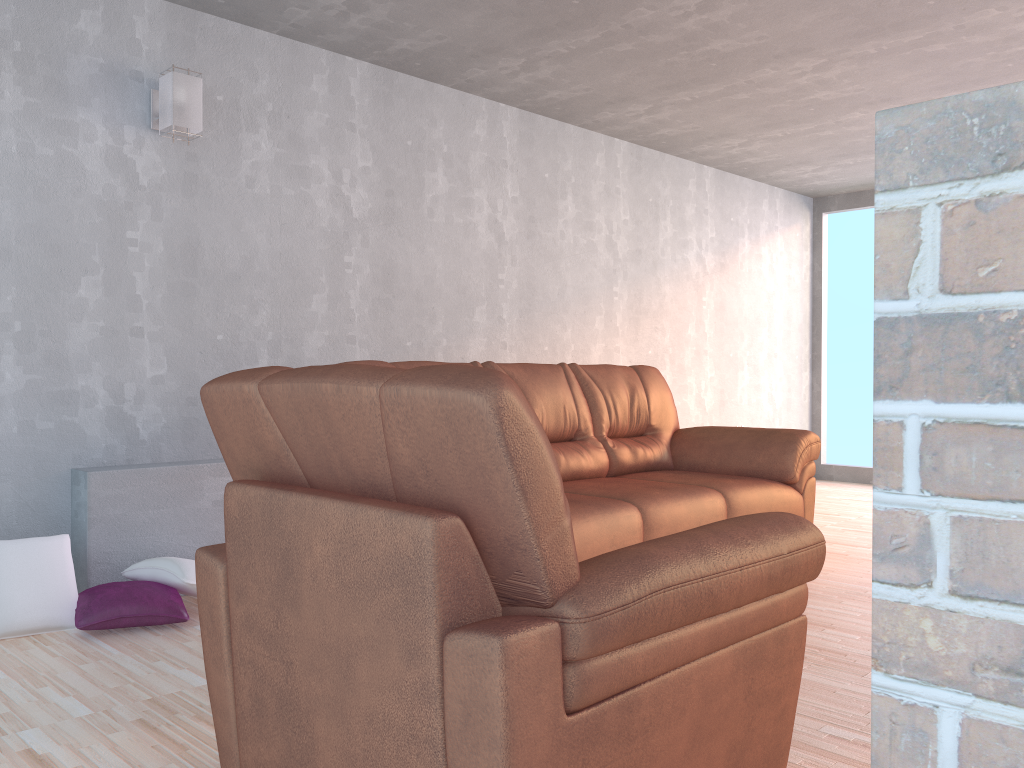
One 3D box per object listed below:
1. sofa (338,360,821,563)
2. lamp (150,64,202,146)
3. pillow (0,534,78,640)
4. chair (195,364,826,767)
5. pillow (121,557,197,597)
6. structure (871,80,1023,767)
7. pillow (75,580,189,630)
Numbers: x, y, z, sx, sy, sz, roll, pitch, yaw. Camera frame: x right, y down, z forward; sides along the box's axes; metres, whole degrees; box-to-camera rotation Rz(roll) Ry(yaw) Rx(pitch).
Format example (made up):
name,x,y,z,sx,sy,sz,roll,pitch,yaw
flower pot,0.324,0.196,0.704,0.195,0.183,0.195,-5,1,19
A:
name,x,y,z,sx,sy,sz,roll,pitch,yaw
sofa,0.351,0.364,3.731,2.202,0.923,0.981,0,1,-45
lamp,-1.380,-1.148,3.668,0.165,0.319,0.177,0,1,-45
pillow,-1.717,0.716,3.135,0.327,0.326,0.241,0,1,-41
chair,-0.011,0.403,1.809,0.970,0.879,0.936,1,1,44
pillow,-1.236,0.756,3.434,0.388,0.205,0.357,0,1,32
structure,0.780,0.368,0.947,1.422,1.057,0.211,0,1,-45
pillow,-1.399,0.797,3.237,0.392,0.130,0.365,0,1,-24
